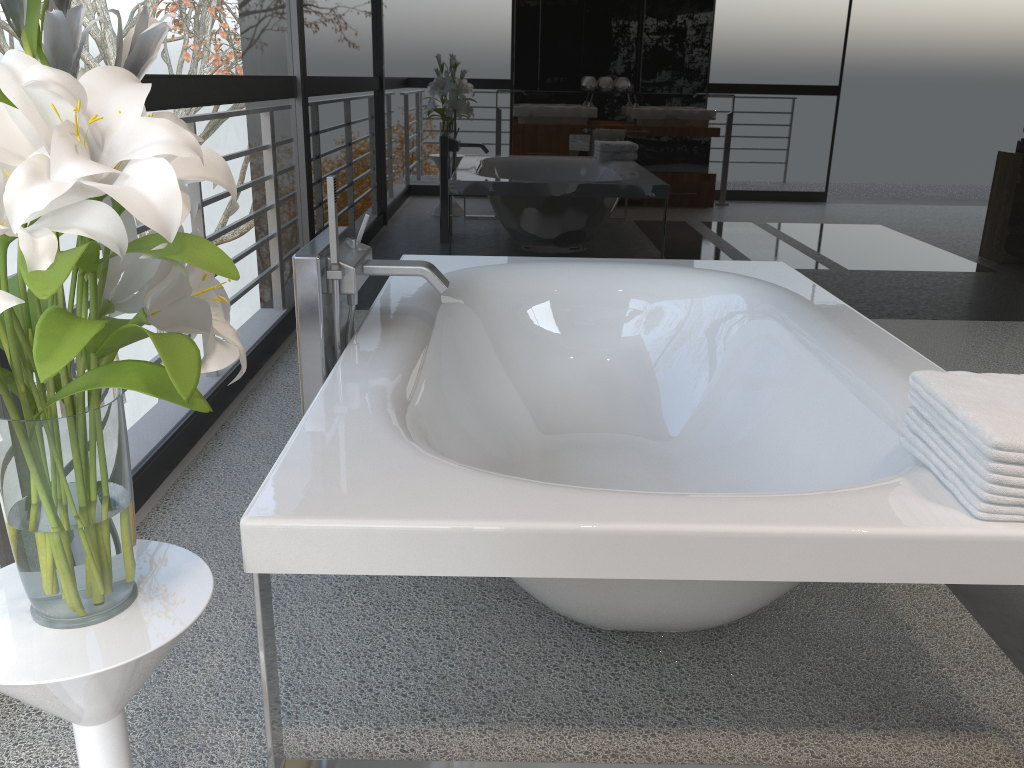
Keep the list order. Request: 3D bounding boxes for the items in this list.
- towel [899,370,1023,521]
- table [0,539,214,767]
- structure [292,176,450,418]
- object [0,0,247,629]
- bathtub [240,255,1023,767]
[{"bbox_3d":[0.820,0.094,1.386,0.305,0.144,0.323,2,19,2],"label":"towel"},{"bbox_3d":[-0.528,0.490,1.152,0.307,0.477,0.308,-4,19,-16],"label":"table"},{"bbox_3d":[-0.322,-0.082,2.215,0.330,0.882,0.403,1,19,0],"label":"structure"},{"bbox_3d":[-0.510,-0.108,0.937,0.460,0.793,0.451,10,21,26],"label":"object"},{"bbox_3d":[0.280,0.118,2.236,1.327,0.503,1.964,1,19,0],"label":"bathtub"}]
